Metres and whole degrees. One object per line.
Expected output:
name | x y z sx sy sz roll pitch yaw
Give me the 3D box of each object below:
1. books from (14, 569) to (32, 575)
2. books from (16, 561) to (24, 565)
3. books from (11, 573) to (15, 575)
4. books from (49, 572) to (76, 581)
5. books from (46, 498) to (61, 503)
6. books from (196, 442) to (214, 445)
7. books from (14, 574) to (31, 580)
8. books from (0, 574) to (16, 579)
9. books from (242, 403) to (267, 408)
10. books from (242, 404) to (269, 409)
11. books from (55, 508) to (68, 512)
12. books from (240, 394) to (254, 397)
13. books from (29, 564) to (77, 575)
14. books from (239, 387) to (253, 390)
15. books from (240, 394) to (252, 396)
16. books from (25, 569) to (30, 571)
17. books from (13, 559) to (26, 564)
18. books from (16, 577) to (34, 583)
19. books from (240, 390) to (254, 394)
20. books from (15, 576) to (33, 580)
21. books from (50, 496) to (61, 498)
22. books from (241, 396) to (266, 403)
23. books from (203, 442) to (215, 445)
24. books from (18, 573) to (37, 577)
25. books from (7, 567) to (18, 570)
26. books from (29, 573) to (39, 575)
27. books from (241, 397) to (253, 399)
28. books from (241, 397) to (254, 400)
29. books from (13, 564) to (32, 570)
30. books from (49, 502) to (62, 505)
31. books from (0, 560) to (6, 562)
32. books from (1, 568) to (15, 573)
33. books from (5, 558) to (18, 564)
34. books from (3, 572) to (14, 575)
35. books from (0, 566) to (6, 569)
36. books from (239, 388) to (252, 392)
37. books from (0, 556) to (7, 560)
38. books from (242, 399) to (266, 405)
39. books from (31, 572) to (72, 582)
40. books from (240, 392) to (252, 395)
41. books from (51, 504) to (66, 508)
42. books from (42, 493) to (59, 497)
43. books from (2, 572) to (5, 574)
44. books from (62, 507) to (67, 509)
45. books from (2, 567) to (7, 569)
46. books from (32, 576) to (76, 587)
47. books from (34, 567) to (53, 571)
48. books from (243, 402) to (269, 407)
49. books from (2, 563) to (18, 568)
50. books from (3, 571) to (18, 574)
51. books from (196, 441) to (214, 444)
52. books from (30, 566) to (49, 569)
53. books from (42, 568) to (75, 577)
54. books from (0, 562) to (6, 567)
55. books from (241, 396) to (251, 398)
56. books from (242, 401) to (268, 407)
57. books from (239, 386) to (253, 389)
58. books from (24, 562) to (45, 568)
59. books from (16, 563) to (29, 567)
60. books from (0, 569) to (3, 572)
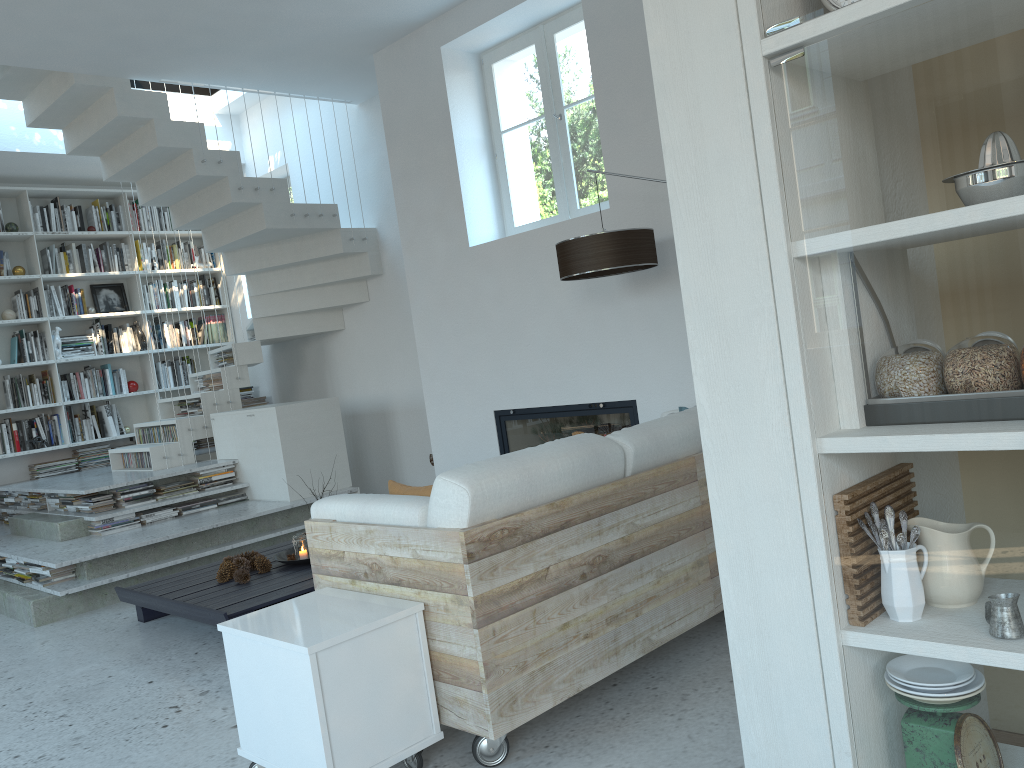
books | -2.976 1.152 5.549 0.191 0.015 0.246 -10 3 -43
books | -2.985 1.094 5.546 0.178 0.010 0.196 -10 3 -39
books | -3.173 1.208 5.773 0.158 0.009 0.275 -10 3 -41
books | -2.737 1.159 5.355 0.132 0.014 0.205 -10 3 -44
books | -3.283 0.839 6.513 0.250 0.029 0.174 -6 3 44
books | -2.950 0.569 8.793 0.367 0.007 0.206 -10 3 -38
books | -2.974 1.183 5.548 0.191 0.006 0.275 -10 3 -42
books | -3.183 1.230 5.762 0.225 0.005 0.192 -6 3 42
books | -2.463 0.208 8.389 0.249 0.007 0.131 -10 3 -40
books | -2.458 0.218 8.386 0.128 0.013 0.295 -6 3 44
books | -3.262 0.911 6.526 0.131 0.016 0.262 -10 3 -39
books | -2.628 0.125 8.545 0.227 0.009 0.144 -10 3 -44
books | -2.763 1.106 5.335 0.287 0.027 0.156 -6 3 41
books | -2.632 0.052 8.535 0.159 0.011 0.228 -6 3 45
books | -2.631 0.116 8.546 0.121 0.011 0.214 -6 3 41
books | -2.969 1.141 5.557 0.149 0.004 0.290 -10 3 -40
books | -2.987 1.082 5.545 0.182 0.016 0.257 -10 3 -41
books | -2.974 1.202 5.547 0.191 0.016 0.209 -10 3 -39
books | -2.628 0.089 8.538 0.235 0.014 0.155 -10 3 -43
books | -2.968 1.189 5.553 0.277 0.009 0.178 -6 3 44
books | -3.279 0.815 6.519 0.208 0.017 0.144 -6 3 41
books | -2.484 0.151 8.398 0.267 0.026 0.161 -10 3 -39
books | -2.956 0.577 8.803 0.327 0.008 0.207 -10 3 -44
books | -2.964 1.175 5.559 0.170 0.006 0.268 -10 3 -44
books | -3.183 1.171 5.767 0.171 0.007 0.260 -10 3 -41
books | -2.960 1.164 5.564 0.154 0.014 0.197 -10 3 -44
books | -2.620 0.144 8.540 0.192 0.008 0.161 -10 3 -44
books | -2.620 0.151 8.542 0.137 0.006 0.232 -6 3 41
books | -2.979 1.128 5.549 0.281 0.013 0.168 -6 3 41
books | -3.283 0.861 6.510 0.177 0.015 0.187 -10 3 -39
books | -3.390 1.172 5.994 0.239 0.017 0.142 -6 3 42
books | -3.184 1.191 5.764 0.215 0.013 0.189 -6 3 44
books | -3.179 1.135 5.774 0.223 0.028 0.141 -6 3 41
books | -3.174 1.215 5.773 0.297 0.005 0.171 -6 3 45
books | -3.393 1.212 5.987 0.177 0.011 0.220 -10 3 -42
books | -2.639 0.071 8.545 0.123 0.025 0.231 -6 3 43
books | -3.402 1.150 5.984 0.281 0.014 0.170 -6 3 43
books | -2.477 0.175 8.396 0.157 0.025 0.233 -6 3 42
books | -2.765 1.148 5.329 0.187 0.017 0.205 -10 3 -39
books | -2.629 0.103 8.542 0.206 0.014 0.150 -10 3 -44
books | -3.273 0.879 6.519 0.167 0.024 0.192 -10 3 -43
books | -3.298 0.802 6.502 0.256 0.014 0.191 -6 3 42
books | -3.380 1.246 5.996 0.142 0.012 0.291 -10 3 -40
books | -3.258 0.895 6.532 0.135 0.013 0.258 -10 3 -44
books | -3.386 1.221 5.993 0.290 0.008 0.147 -6 3 42
books | -2.756 1.178 5.335 0.184 0.017 0.230 -10 3 -42
books | -2.766 1.085 5.334 0.164 0.015 0.243 -10 3 -40
books | -2.467 0.202 8.391 0.146 0.006 0.295 -6 3 44
books | -3.186 1.159 5.765 0.183 0.017 0.180 -6 3 43
books | -3.179 1.200 5.769 0.267 0.008 0.180 -6 3 45
books | -2.953 0.562 8.795 0.327 0.008 0.207 -10 3 -41
books | -2.772 1.073 5.329 0.266 0.010 0.176 -6 3 42
books | -2.745 1.126 5.350 0.137 0.019 0.224 -10 3 -43
books | -3.395 1.194 5.987 0.244 0.025 0.160 -6 3 41
books | -2.629 0.135 8.548 0.131 0.011 0.182 -6 3 44
books | -2.482 0.194 8.405 0.278 0.012 0.177 -10 3 -40
books | -2.630 0.043 8.531 0.230 0.006 0.152 -10 3 -39
books | -2.779 1.063 5.323 0.256 0.014 0.191 -6 3 42
books | -2.975 1.109 5.554 0.175 0.006 0.251 -10 3 -44
books | -3.398 1.232 5.981 0.189 0.009 0.291 -10 3 -41
